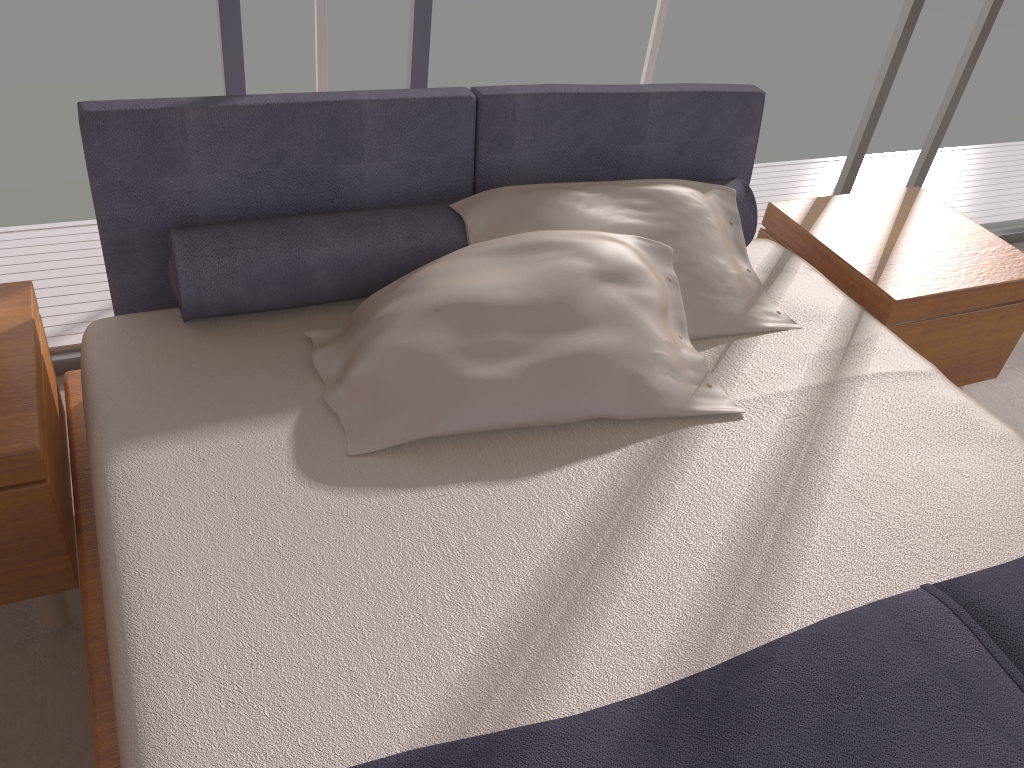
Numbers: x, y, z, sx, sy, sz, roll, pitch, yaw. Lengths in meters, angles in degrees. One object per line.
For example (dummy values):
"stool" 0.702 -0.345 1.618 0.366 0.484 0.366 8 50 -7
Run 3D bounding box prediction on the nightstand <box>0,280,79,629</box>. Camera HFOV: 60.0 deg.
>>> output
"nightstand" -1.256 0.209 1.796 0.628 0.556 0.562 -10 42 -22

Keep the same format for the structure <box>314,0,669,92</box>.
"structure" 0.126 -0.988 3.099 7.689 1.005 0.728 -10 42 -22

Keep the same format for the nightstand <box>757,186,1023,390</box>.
"nightstand" 1.146 -0.221 2.805 0.628 0.556 0.562 -10 42 -22

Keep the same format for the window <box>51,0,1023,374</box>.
"window" 0.580 -1.544 2.291 6.106 3.133 0.075 -10 42 -22

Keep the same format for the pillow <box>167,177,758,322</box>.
"pillow" -0.051 -0.348 2.132 1.470 0.201 0.205 -10 42 -22

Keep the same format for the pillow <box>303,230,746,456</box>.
"pillow" 0.025 -0.101 1.834 0.869 0.264 0.431 -5 40 -17

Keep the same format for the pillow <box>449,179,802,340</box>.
"pillow" 0.279 -0.278 2.092 0.791 0.265 0.400 -8 41 -20

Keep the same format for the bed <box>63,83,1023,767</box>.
"bed" 0.327 0.418 1.525 2.017 0.959 2.462 -10 42 -22
